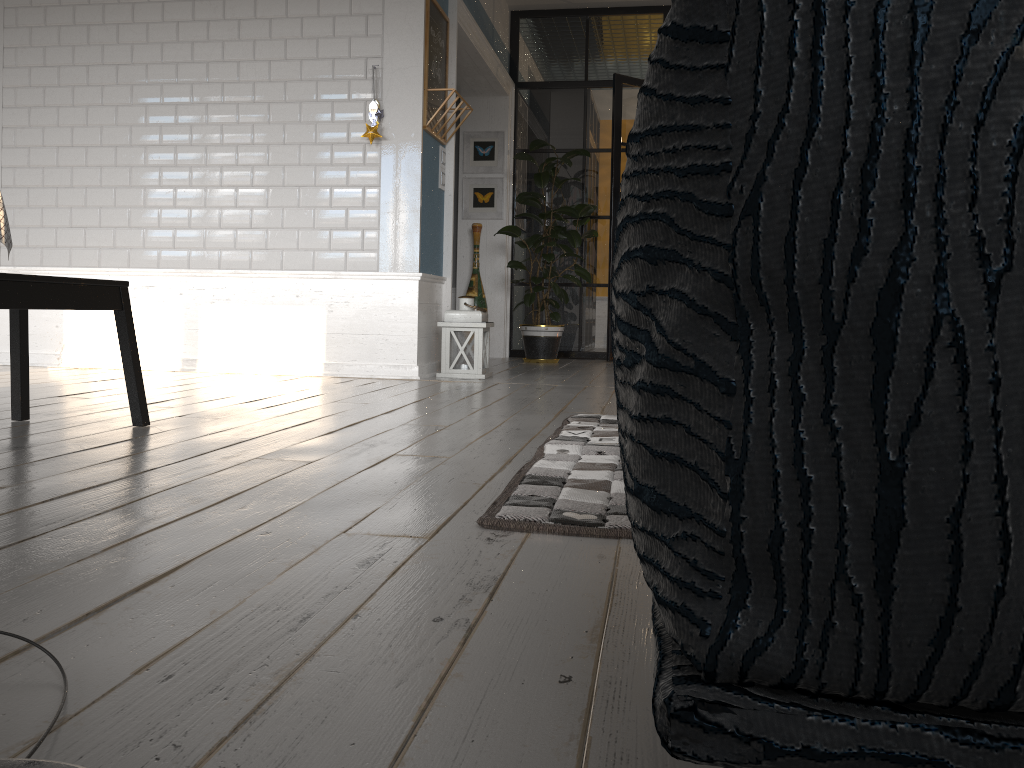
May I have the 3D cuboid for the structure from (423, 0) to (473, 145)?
[{"bbox_3d":[-0.362,-1.832,5.182,0.185,0.774,0.496,1,2,9],"label":"structure"}]

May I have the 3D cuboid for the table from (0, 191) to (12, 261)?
[{"bbox_3d":[-2.291,-0.232,2.127,0.931,0.782,2.030,2,4,9],"label":"table"}]

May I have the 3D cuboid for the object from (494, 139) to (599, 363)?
[{"bbox_3d":[1.851,-1.022,6.870,3.896,1.793,1.013,2,2,9],"label":"object"}]

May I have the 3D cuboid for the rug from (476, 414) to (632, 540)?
[{"bbox_3d":[1.317,0.223,2.216,2.527,0.034,1.774,2,5,9],"label":"rug"}]

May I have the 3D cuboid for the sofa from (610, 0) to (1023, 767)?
[{"bbox_3d":[1.260,-0.031,0.686,2.341,0.797,0.972,2,3,9],"label":"sofa"}]

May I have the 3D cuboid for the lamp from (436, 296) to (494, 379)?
[{"bbox_3d":[-0.271,-0.283,5.232,0.287,0.477,0.287,2,2,8],"label":"lamp"}]

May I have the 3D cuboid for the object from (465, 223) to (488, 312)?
[{"bbox_3d":[-0.303,-0.776,7.373,0.216,1.122,0.216,1,1,4],"label":"object"}]

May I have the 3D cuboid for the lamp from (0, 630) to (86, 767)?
[{"bbox_3d":[-0.503,-0.506,0.326,0.680,1.700,1.249,1,2,8],"label":"lamp"}]

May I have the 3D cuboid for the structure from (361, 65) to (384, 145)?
[{"bbox_3d":[-0.770,-1.550,4.918,0.134,0.447,0.078,1,1,-3],"label":"structure"}]

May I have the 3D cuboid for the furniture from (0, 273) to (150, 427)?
[{"bbox_3d":[-1.512,-0.041,2.029,0.465,0.454,1.674,2,4,9],"label":"furniture"}]

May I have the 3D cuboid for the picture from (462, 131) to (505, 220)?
[{"bbox_3d":[-0.401,-1.709,6.602,0.359,0.751,1.950,2,4,9],"label":"picture"}]
